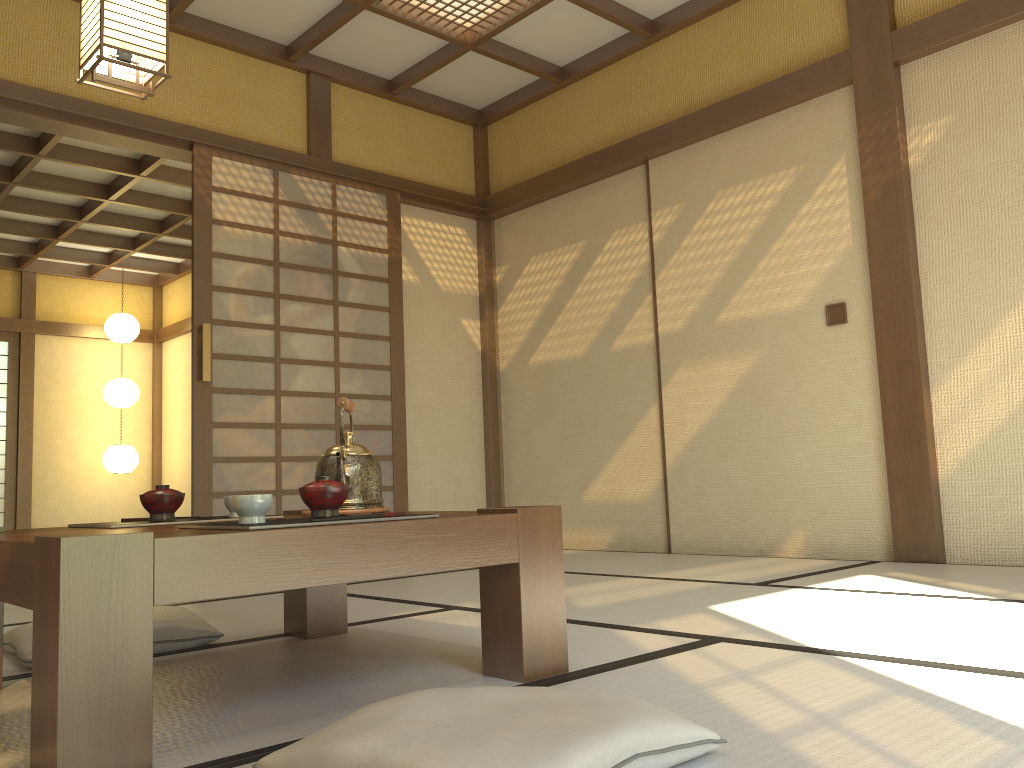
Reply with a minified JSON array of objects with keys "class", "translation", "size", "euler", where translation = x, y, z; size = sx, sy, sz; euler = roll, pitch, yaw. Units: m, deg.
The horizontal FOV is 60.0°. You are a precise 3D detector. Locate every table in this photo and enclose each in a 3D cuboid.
[{"class":"table","translation":[-0.592,0.467,1.923],"size":[1.000,0.350,1.000],"euler":[4,-9,-42]}]

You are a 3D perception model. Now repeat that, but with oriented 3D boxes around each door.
[{"class":"door","translation":[-6.308,0.495,8.411],"size":[2.890,2.230,0.140],"euler":[4,-9,-42]},{"class":"door","translation":[-1.202,-0.120,4.986],"size":[1.230,2.265,0.076],"euler":[4,-9,-42]}]

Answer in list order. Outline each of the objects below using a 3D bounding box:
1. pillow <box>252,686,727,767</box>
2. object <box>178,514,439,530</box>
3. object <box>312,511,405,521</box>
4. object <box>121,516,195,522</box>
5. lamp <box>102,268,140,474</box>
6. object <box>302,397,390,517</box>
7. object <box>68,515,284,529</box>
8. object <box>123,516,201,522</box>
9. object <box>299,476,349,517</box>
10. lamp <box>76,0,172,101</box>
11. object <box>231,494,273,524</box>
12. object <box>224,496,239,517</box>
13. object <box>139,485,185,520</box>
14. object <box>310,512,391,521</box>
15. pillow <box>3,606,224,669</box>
[{"class":"pillow","translation":[-0.027,0.509,1.263],"size":[0.486,0.107,0.496],"euler":[-8,-9,41]},{"class":"object","translation":[-0.391,0.266,1.722],"size":[0.400,0.007,0.300],"euler":[4,-9,-42]},{"class":"object","translation":[-0.286,0.248,1.666],"size":[0.200,0.008,0.008],"euler":[4,-9,-42]},{"class":"object","translation":[-0.869,0.333,2.207],"size":[0.200,0.008,0.008],"euler":[4,-9,-44]},{"class":"lamp","translation":[-4.247,-0.180,9.653],"size":[0.363,2.297,0.363],"euler":[2,-8,-30]},{"class":"object","translation":[-0.426,0.185,2.274],"size":[0.226,0.296,0.219],"euler":[-8,-9,42]},{"class":"object","translation":[-0.798,0.327,2.114],"size":[0.400,0.007,0.300],"euler":[4,-9,-42]},{"class":"object","translation":[-0.863,0.332,2.196],"size":[0.008,0.008,0.200],"euler":[-8,-9,41]},{"class":"object","translation":[-0.377,0.226,1.780],"size":[0.100,0.080,0.100],"euler":[4,-9,-42]},{"class":"lamp","translation":[-1.334,-1.558,3.059],"size":[0.240,1.129,0.240],"euler":[4,-9,-42]},{"class":"object","translation":[-0.481,0.231,1.641],"size":[0.074,0.052,0.073],"euler":[-2,-6,1]},{"class":"object","translation":[-0.663,0.297,2.157],"size":[0.074,0.052,0.073],"euler":[-2,-6,1]},{"class":"object","translation":[-0.821,0.278,2.083],"size":[0.100,0.080,0.100],"euler":[4,-9,-42]},{"class":"object","translation":[-0.297,0.250,1.680],"size":[0.008,0.008,0.200],"euler":[-8,-9,43]},{"class":"pillow","translation":[-1.129,0.690,2.463],"size":[0.486,0.107,0.496],"euler":[3,-8,-38]}]
